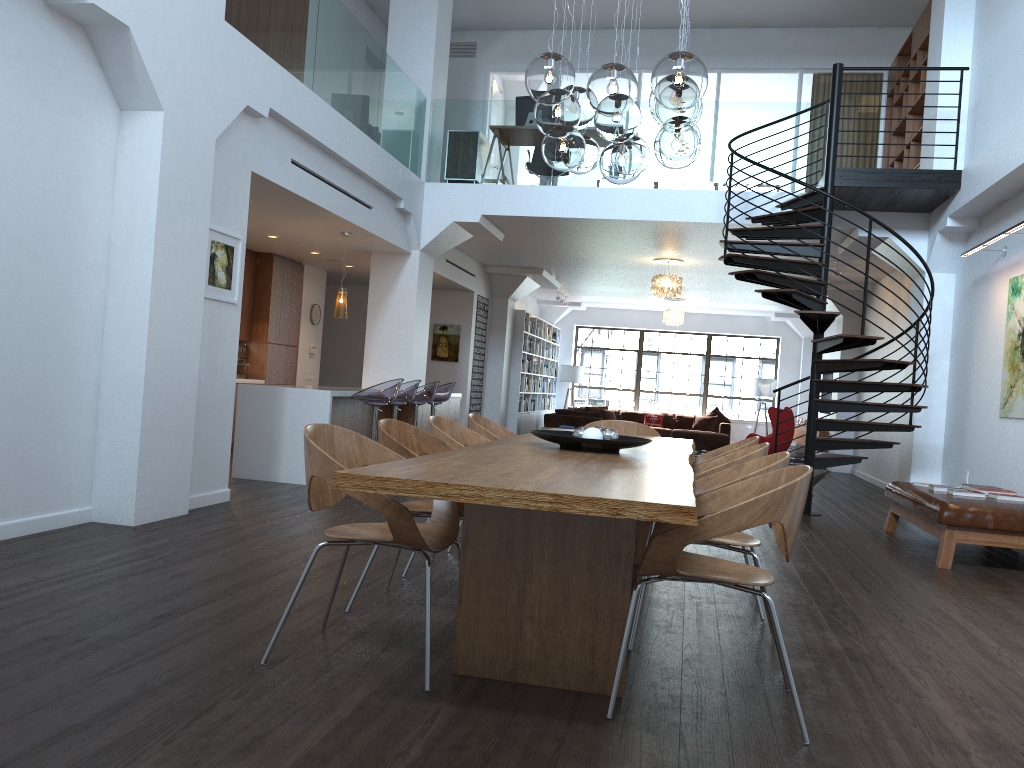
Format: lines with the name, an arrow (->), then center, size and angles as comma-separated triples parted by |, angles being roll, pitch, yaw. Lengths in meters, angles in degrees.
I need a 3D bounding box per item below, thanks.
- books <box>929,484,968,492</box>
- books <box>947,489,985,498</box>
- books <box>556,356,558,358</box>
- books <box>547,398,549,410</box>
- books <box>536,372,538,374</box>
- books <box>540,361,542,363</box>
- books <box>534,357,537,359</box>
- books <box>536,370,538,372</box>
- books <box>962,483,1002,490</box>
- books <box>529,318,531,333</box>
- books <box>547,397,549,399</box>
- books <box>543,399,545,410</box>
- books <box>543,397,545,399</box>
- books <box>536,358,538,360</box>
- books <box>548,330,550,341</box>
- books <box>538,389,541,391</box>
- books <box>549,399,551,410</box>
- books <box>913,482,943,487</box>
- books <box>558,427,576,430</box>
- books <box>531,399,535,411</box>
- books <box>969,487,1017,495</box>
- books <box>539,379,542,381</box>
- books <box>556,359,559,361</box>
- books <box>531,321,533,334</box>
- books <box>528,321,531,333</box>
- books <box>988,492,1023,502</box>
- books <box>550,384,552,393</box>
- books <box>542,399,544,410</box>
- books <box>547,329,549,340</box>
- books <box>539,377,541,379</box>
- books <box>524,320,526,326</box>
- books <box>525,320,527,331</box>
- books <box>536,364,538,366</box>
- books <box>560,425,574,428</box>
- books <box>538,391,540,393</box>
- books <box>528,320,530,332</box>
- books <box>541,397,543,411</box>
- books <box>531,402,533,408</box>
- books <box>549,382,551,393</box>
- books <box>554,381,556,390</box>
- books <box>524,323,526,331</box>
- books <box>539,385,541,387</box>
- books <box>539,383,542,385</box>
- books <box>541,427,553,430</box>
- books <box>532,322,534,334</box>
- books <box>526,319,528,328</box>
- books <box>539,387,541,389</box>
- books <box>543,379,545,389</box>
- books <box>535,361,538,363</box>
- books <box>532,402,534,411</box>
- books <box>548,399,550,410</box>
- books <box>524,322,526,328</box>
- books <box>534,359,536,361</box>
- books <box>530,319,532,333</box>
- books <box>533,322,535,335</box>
books -> 3.414, 0.820, 6.943 | 0.247, 0.040, 0.185 | 4, 0, 15
books -> 3.417, 0.822, 6.672 | 0.224, 0.032, 0.161 | 4, 0, 11
books -> 0.905, -0.631, 20.408 | 0.174, 0.032, 0.254 | 4, 0, -44
books -> 0.726, 0.445, 19.771 | 0.183, 0.253, 0.037 | 4, 0, 11
books -> 0.417, -0.224, 18.073 | 0.171, 0.039, 0.246 | 4, 0, 11
books -> 0.505, -0.463, 18.417 | 0.223, 0.031, 0.161 | 4, 0, 11
books -> 0.374, -0.521, 17.669 | 0.223, 0.027, 0.161 | 4, 0, 21
books -> 0.417, -0.263, 18.072 | 0.160, 0.039, 0.251 | 4, 0, 16
books -> 3.833, 0.851, 7.225 | 0.254, 0.044, 0.183 | 4, 0, 6
books -> 0.267, -1.113, 16.976 | 0.176, 0.293, 0.125 | 4, 0, 11
books -> 0.722, 0.430, 19.831 | 0.198, 0.284, 0.066 | 4, 0, 11
books -> 0.607, 0.443, 19.207 | 0.174, 0.240, 0.045 | 4, 0, 11
books -> 0.625, 0.420, 19.279 | 0.176, 0.290, 0.036 | 4, 0, 11
books -> 0.444, -0.513, 18.094 | 0.129, 0.043, 0.185 | 4, 0, 26
books -> 0.721, -1.059, 19.226 | 0.183, 0.253, 0.034 | 4, 0, 11
books -> 0.461, 0.117, 18.520 | 0.251, 0.037, 0.160 | 4, 0, 16
books -> 0.781, 0.454, 20.073 | 0.171, 0.246, 0.057 | 4, 0, 11
books -> 3.428, 0.827, 7.266 | 0.161, 0.031, 0.223 | 4, 0, -11
books -> 0.988, 0.796, 15.906 | 0.279, 0.035, 0.191 | 4, 0, 21
books -> 0.402, 0.431, 18.180 | 0.140, 0.231, 0.042 | 4, 0, 11
books -> 3.751, 0.843, 6.915 | 0.283, 0.043, 0.197 | 4, 0, 11
books -> 0.503, -0.090, 18.517 | 0.208, 0.024, 0.144 | 4, 0, 16
books -> 0.899, -0.564, 20.413 | 0.284, 0.035, 0.197 | 4, 0, 41
books -> 0.311, -1.089, 17.136 | 0.182, 0.253, 0.098 | 4, 0, 11
books -> 0.254, -1.089, 16.889 | 0.174, 0.242, 0.105 | 4, 0, 11
books -> 3.688, 0.842, 6.590 | 0.224, 0.036, 0.161 | 4, 0, 6
books -> 0.807, 0.097, 20.024 | 0.161, 0.221, 0.035 | 4, 0, 11
books -> 0.581, 0.435, 19.054 | 0.183, 0.253, 0.034 | 4, 0, 11
books -> 0.706, -1.057, 19.145 | 0.171, 0.246, 0.057 | 4, 0, 11
books -> 0.500, -0.122, 18.511 | 0.185, 0.041, 0.129 | 4, 0, 26
books -> 0.143, -1.086, 16.340 | 0.182, 0.215, 0.188 | 4, 0, 11
books -> 0.183, -1.087, 16.525 | 0.161, 0.222, 0.084 | 4, 0, 11
books -> 0.425, -0.389, 18.078 | 0.183, 0.042, 0.253 | 4, 0, 11
books -> 0.994, 0.766, 15.903 | 0.224, 0.027, 0.157 | 4, 0, 16
books -> 0.460, 0.155, 18.517 | 0.246, 0.038, 0.171 | 4, 0, 11
books -> 0.240, -1.094, 16.837 | 0.170, 0.251, 0.118 | 4, 0, 11
books -> 0.543, 0.416, 18.905 | 0.198, 0.284, 0.066 | 4, 0, 11
books -> 0.351, 0.457, 17.901 | 0.126, 0.173, 0.032 | 4, 0, 11
books -> 0.775, 0.071, 19.891 | 0.183, 0.253, 0.042 | 4, 0, 11
books -> 0.923, 0.064, 20.582 | 0.176, 0.290, 0.053 | 4, 0, 11
books -> 0.174, -1.085, 16.492 | 0.161, 0.218, 0.101 | 4, 0, 11
books -> 0.478, 0.037, 18.528 | 0.231, 0.044, 0.168 | 4, 0, 6
books -> 0.476, -0.004, 18.521 | 0.253, 0.040, 0.183 | 4, 0, 11
books -> 0.667, 0.805, 15.906 | 0.241, 0.045, 0.334 | 4, 0, 13
books -> 0.324, -1.084, 17.222 | 0.174, 0.243, 0.085 | 4, 0, 11
books -> 0.192, -1.101, 16.599 | 0.170, 0.251, 0.118 | 4, 0, 11
books -> 0.464, 0.079, 18.545 | 0.259, 0.040, 0.180 | 4, 0, 11
books -> 0.602, 0.039, 19.054 | 0.197, 0.290, 0.136 | 4, 0, 11
books -> 0.415, -0.455, 18.112 | 0.223, 0.027, 0.161 | 4, 0, 1
books -> 0.360, 0.448, 17.957 | 0.139, 0.191, 0.036 | 4, 0, 11
books -> 0.745, 0.450, 19.889 | 0.189, 0.247, 0.057 | 4, 0, 12
books -> 0.152, -1.082, 16.430 | 0.167, 0.210, 0.162 | 4, 0, 11
books -> 0.368, -0.485, 17.693 | 0.174, 0.045, 0.240 | 4, 0, 11
books -> 0.275, -1.111, 17.038 | 0.197, 0.290, 0.136 | 4, 0, 11
books -> 0.343, -1.089, 17.323 | 0.182, 0.255, 0.077 | 4, 0, 11
